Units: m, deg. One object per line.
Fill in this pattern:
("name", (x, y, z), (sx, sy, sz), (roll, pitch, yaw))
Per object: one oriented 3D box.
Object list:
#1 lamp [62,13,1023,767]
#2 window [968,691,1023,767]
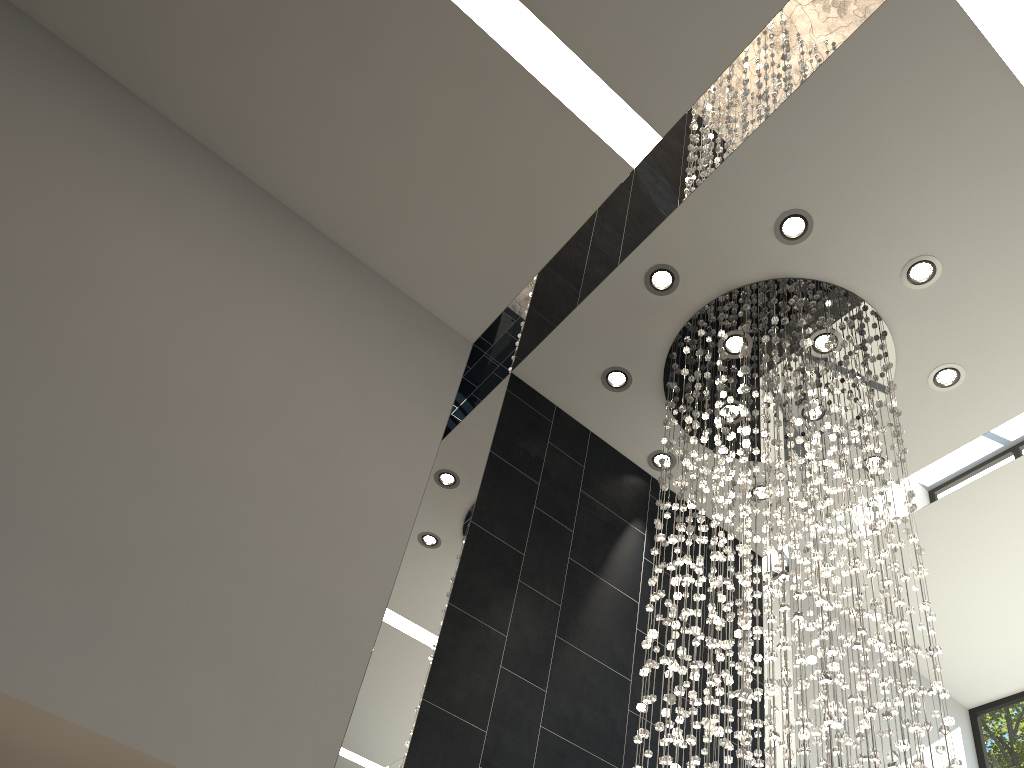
("lamp", (4.720, -30.860, 26.573), (400.250, 101.957, 447.082), (14, -45, -2))
("window", (4.322, 2.186, 2.944), (2.460, 5.289, 6.631), (32, -48, -17))
